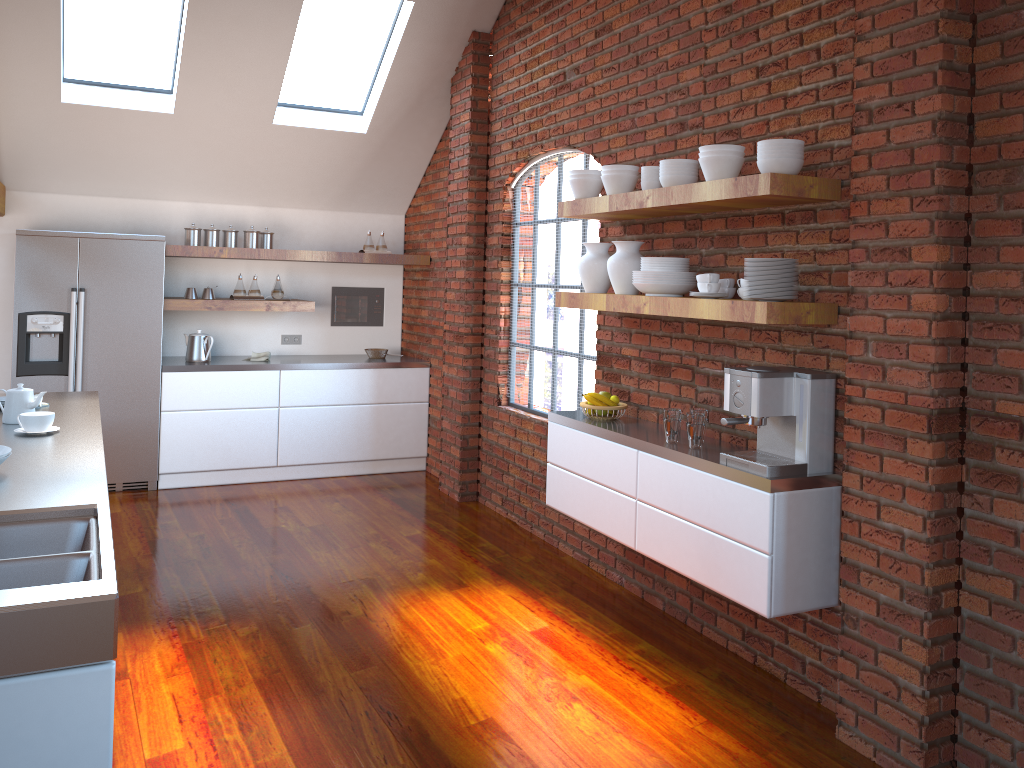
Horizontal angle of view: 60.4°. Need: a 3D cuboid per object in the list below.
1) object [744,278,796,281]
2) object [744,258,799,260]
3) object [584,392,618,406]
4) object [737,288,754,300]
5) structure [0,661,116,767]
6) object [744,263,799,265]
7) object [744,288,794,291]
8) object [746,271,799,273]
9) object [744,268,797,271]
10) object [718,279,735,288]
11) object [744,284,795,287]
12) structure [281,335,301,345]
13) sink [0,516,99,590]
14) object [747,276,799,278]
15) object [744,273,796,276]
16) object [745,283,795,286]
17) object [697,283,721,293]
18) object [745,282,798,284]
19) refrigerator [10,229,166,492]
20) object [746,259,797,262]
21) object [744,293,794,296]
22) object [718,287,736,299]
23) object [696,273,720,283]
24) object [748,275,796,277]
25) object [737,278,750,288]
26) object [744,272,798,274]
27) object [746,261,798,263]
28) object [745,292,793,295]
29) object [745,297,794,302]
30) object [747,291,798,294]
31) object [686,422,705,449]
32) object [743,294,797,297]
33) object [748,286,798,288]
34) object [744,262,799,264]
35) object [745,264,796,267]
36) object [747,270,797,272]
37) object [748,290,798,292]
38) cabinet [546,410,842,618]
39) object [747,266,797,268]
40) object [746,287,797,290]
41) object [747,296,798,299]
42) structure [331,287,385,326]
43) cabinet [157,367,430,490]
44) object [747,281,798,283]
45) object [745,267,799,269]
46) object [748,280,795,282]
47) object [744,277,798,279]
[{"bbox_3d":[0.959,-0.382,3.260,0.194,0.014,0.196,1,7,-9],"label":"object"},{"bbox_3d":[0.961,-0.456,3.260,0.194,0.014,0.196,1,7,-9],"label":"object"},{"bbox_3d":[0.438,0.084,4.280,0.184,0.085,0.066,3,2,12],"label":"object"},{"bbox_3d":[0.932,-0.350,3.440,0.092,0.047,0.099,2,5,9],"label":"object"},{"bbox_3d":[-1.906,0.752,2.878,1.022,0.764,3.139,0,6,-26],"label":"structure"},{"bbox_3d":[0.961,-0.438,3.260,0.194,0.014,0.196,1,7,-9],"label":"object"},{"bbox_3d":[0.958,-0.345,3.259,0.194,0.014,0.196,1,7,-9],"label":"object"},{"bbox_3d":[0.960,-0.409,3.260,0.194,0.014,0.196,1,7,-9],"label":"object"},{"bbox_3d":[0.960,-0.419,3.260,0.194,0.014,0.196,1,7,-9],"label":"object"},{"bbox_3d":[0.883,-0.412,3.681,0.092,0.058,0.100,5,6,32],"label":"object"},{"bbox_3d":[0.959,-0.359,3.260,0.194,0.014,0.196,1,7,-9],"label":"object"},{"bbox_3d":[-1.814,-0.365,7.220,0.160,0.080,0.033,-1,2,-26],"label":"structure"},{"bbox_3d":[-1.124,0.487,1.973,0.408,0.199,0.617,-1,7,-26],"label":"sink"},{"bbox_3d":[0.959,-0.391,3.260,0.194,0.014,0.196,1,7,-9],"label":"object"},{"bbox_3d":[0.960,-0.401,3.260,0.194,0.014,0.196,1,7,-9],"label":"object"},{"bbox_3d":[0.959,-0.364,3.260,0.194,0.014,0.196,1,7,-9],"label":"object"},{"bbox_3d":[0.786,-0.381,3.523,0.099,0.047,0.092,-2,6,-31],"label":"object"},{"bbox_3d":[0.959,-0.368,3.260,0.194,0.014,0.196,1,7,-9],"label":"object"},{"bbox_3d":[-2.987,-0.174,6.209,0.911,1.774,0.783,1,1,-26],"label":"refrigerator"},{"bbox_3d":[0.961,-0.451,3.260,0.194,0.014,0.196,1,7,-9],"label":"object"},{"bbox_3d":[0.958,-0.326,3.259,0.194,0.014,0.196,1,7,-9],"label":"object"},{"bbox_3d":[0.888,-0.380,3.678,0.092,0.047,0.099,7,7,43],"label":"object"},{"bbox_3d":[0.783,-0.414,3.528,0.100,0.058,0.092,-3,6,-42],"label":"object"},{"bbox_3d":[0.960,-0.396,3.260,0.194,0.014,0.196,1,7,-9],"label":"object"},{"bbox_3d":[0.939,-0.383,3.441,0.092,0.058,0.100,1,5,-3],"label":"object"},{"bbox_3d":[0.960,-0.405,3.260,0.194,0.014,0.196,1,7,-9],"label":"object"},{"bbox_3d":[0.961,-0.447,3.260,0.194,0.014,0.196,1,7,-9],"label":"object"},{"bbox_3d":[0.958,-0.331,3.259,0.194,0.014,0.196,1,7,-9],"label":"object"},{"bbox_3d":[0.957,-0.312,3.259,0.194,0.014,0.196,1,7,-9],"label":"object"},{"bbox_3d":[0.958,-0.335,3.259,0.194,0.014,0.196,1,7,-9],"label":"object"},{"bbox_3d":[0.746,0.211,3.586,0.077,0.104,0.078,1,2,-14],"label":"object"},{"bbox_3d":[0.957,-0.322,3.259,0.194,0.014,0.196,1,7,-9],"label":"object"},{"bbox_3d":[0.958,-0.355,3.260,0.194,0.014,0.196,1,7,-9],"label":"object"},{"bbox_3d":[0.961,-0.442,3.260,0.194,0.014,0.196,1,7,-9],"label":"object"},{"bbox_3d":[0.961,-0.433,3.260,0.194,0.014,0.196,1,7,-9],"label":"object"},{"bbox_3d":[0.960,-0.414,3.260,0.194,0.014,0.196,1,7,-9],"label":"object"},{"bbox_3d":[0.958,-0.340,3.259,0.194,0.014,0.196,1,7,-9],"label":"object"},{"bbox_3d":[0.682,0.469,3.830,0.337,0.474,1.632,1,6,-26],"label":"cabinet"},{"bbox_3d":[0.961,-0.429,3.260,0.194,0.014,0.196,1,7,-9],"label":"object"},{"bbox_3d":[0.958,-0.350,3.260,0.194,0.014,0.196,1,7,-9],"label":"object"},{"bbox_3d":[0.957,-0.317,3.259,0.194,0.014,0.196,1,7,-9],"label":"object"},{"bbox_3d":[-1.304,-0.654,7.462,0.456,0.335,0.013,0,0,-26],"label":"structure"},{"bbox_3d":[-1.709,0.261,6.869,1.982,0.818,0.715,-1,4,-26],"label":"cabinet"},{"bbox_3d":[0.959,-0.373,3.260,0.194,0.014,0.196,1,7,-9],"label":"object"},{"bbox_3d":[0.960,-0.424,3.260,0.194,0.014,0.196,1,7,-9],"label":"object"},{"bbox_3d":[0.959,-0.377,3.260,0.194,0.014,0.196,1,7,-9],"label":"object"},{"bbox_3d":[0.959,-0.386,3.260,0.194,0.014,0.196,1,7,-9],"label":"object"}]
